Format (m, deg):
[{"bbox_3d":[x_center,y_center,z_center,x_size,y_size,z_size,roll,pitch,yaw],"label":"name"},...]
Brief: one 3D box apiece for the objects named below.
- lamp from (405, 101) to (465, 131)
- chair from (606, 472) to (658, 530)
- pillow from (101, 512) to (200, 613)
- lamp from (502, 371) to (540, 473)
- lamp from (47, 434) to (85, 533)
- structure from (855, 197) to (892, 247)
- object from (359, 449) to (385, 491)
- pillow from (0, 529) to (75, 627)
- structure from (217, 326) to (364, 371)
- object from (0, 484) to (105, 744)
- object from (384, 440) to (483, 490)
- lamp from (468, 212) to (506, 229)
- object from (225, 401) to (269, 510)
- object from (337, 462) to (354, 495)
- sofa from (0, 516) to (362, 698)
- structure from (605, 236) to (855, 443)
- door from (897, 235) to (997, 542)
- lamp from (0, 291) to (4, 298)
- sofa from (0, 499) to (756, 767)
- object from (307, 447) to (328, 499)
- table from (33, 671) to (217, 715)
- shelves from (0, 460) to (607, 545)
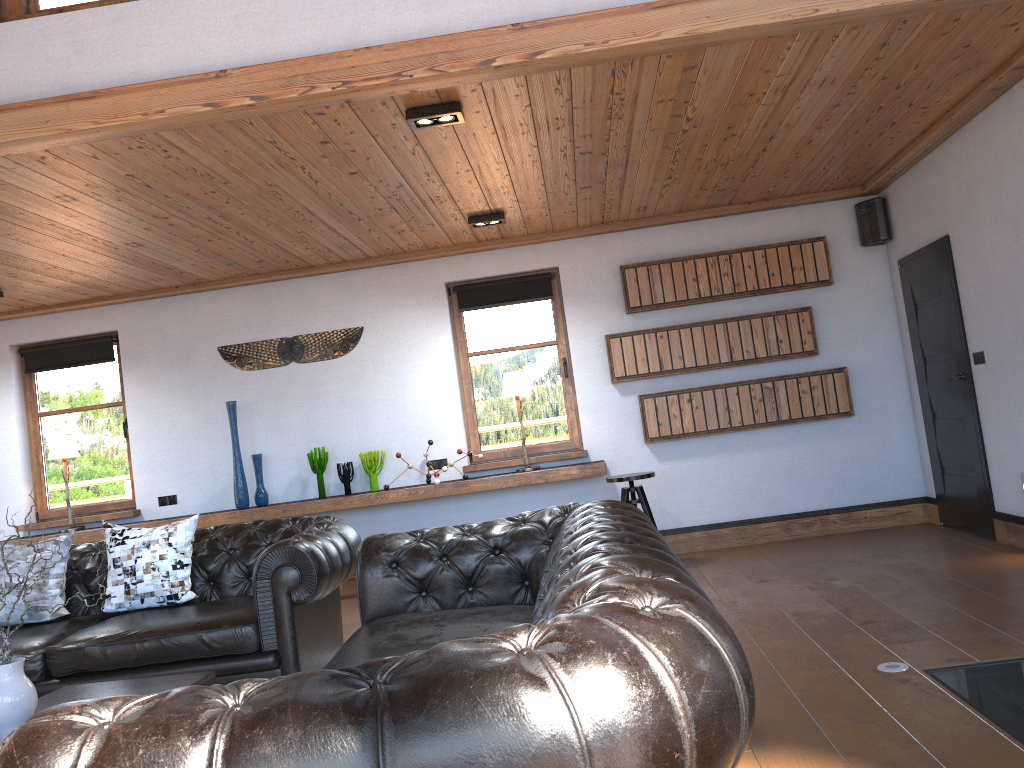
[{"bbox_3d":[-0.363,-1.276,4.195,0.261,0.068,0.155,-8,-3,3],"label":"lamp"},{"bbox_3d":[0.919,1.027,6.506,0.392,0.721,0.393,-8,-4,4],"label":"chair"},{"bbox_3d":[-1.876,0.908,4.595,0.527,0.469,0.284,-8,-4,6],"label":"pillow"},{"bbox_3d":[0.099,0.653,7.216,0.246,1.482,0.630,-7,-4,-4],"label":"lamp"},{"bbox_3d":[-3.579,1.161,7.435,0.245,1.482,0.634,-8,-4,8],"label":"lamp"},{"bbox_3d":[2.870,-1.283,7.038,0.213,0.350,0.214,-8,-4,4],"label":"structure"},{"bbox_3d":[-1.125,0.700,7.163,0.184,0.332,0.196,-5,-5,-37],"label":"object"},{"bbox_3d":[-2.547,1.000,4.631,0.527,0.469,0.284,-8,-4,6],"label":"pillow"},{"bbox_3d":[-1.835,-0.277,7.327,1.246,0.240,0.098,-8,-4,3],"label":"structure"},{"bbox_3d":[-1.623,0.744,2.864,0.616,0.808,0.408,-9,-4,15],"label":"object"},{"bbox_3d":[-0.633,0.617,7.058,0.639,0.349,0.527,-10,-4,31],"label":"object"},{"bbox_3d":[-0.179,-1.180,6.359,0.261,0.068,0.155,-8,-3,3],"label":"lamp"},{"bbox_3d":[-2.126,0.561,7.104,0.277,0.863,0.110,-4,-5,-41],"label":"object"},{"bbox_3d":[-1.341,0.764,7.159,0.131,0.261,0.122,-6,-4,-26],"label":"object"},{"bbox_3d":[-2.033,1.240,4.536,2.563,0.839,1.240,-8,-3,3],"label":"sofa"},{"bbox_3d":[1.698,-0.335,7.210,1.850,1.446,0.321,-8,-4,3],"label":"structure"},{"bbox_3d":[3.109,0.036,6.339,0.143,2.057,0.942,-8,-4,4],"label":"door"},{"bbox_3d":[-3.934,-0.663,6.558,0.261,0.068,0.155,-8,-3,3],"label":"lamp"},{"bbox_3d":[-0.087,0.864,2.502,1.238,0.839,2.568,-8,-3,4],"label":"sofa"},{"bbox_3d":[-1.545,0.715,7.124,0.160,0.411,0.144,-6,-4,-27],"label":"object"},{"bbox_3d":[-1.494,1.338,3.319,0.648,0.350,0.401,-8,-3,8],"label":"table"},{"bbox_3d":[-2.548,1.032,7.216,6.632,0.989,0.613,-8,-4,3],"label":"shelves"}]
